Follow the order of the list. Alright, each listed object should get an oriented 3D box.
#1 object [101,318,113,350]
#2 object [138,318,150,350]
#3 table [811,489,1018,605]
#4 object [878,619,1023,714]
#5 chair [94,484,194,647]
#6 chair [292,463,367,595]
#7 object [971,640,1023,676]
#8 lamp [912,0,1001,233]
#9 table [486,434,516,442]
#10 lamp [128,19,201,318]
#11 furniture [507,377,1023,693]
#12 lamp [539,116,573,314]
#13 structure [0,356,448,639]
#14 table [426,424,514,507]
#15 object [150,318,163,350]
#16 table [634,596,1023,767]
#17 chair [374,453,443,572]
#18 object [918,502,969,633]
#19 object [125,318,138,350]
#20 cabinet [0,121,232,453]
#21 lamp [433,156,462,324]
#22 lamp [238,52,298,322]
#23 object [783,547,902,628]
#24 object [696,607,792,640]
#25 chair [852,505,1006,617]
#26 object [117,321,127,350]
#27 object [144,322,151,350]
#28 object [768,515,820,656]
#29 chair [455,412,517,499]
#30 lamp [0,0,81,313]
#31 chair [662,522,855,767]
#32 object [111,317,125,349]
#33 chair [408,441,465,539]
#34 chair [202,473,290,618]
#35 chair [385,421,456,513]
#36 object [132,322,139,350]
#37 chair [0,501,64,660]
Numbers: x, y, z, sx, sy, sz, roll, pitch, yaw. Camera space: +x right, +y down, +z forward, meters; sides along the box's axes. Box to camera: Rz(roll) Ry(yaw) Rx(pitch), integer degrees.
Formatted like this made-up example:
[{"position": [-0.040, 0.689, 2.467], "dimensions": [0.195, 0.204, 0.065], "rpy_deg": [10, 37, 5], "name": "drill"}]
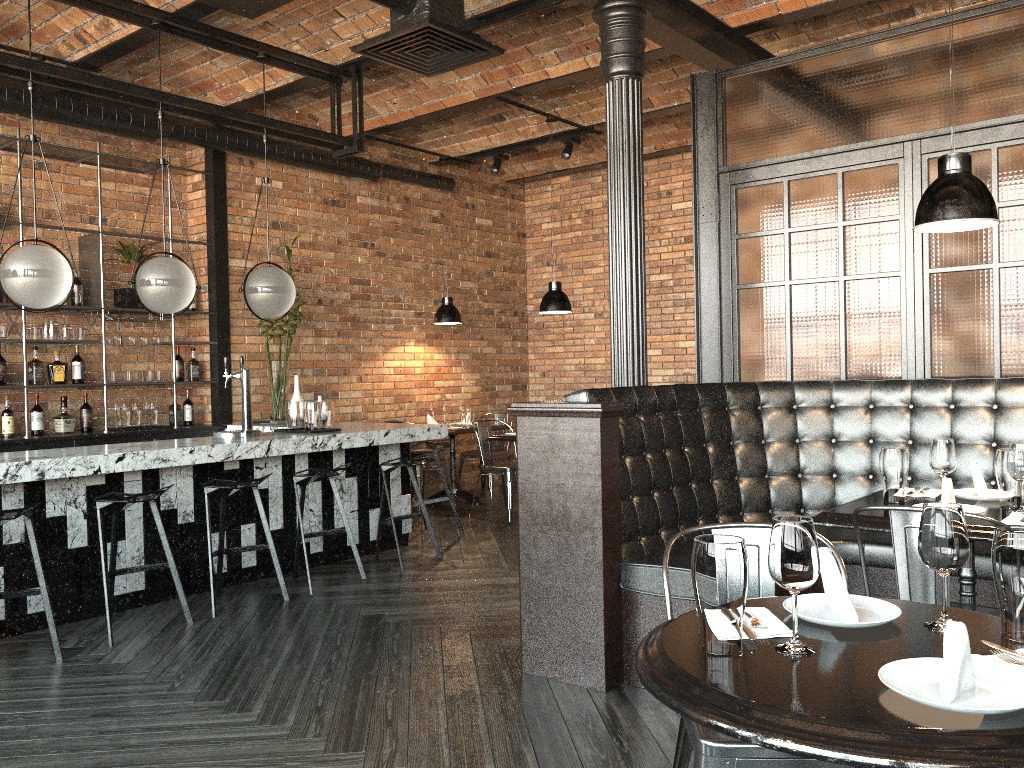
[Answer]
[{"position": [-3.150, -0.387, 6.903], "dimensions": [0.092, 0.244, 0.092], "rpy_deg": [-1, 1, -12], "name": "object"}, {"position": [-2.890, -0.393, 6.961], "dimensions": [0.092, 0.244, 0.092], "rpy_deg": [-1, 1, -12], "name": "object"}, {"position": [1.668, 0.825, 3.246], "dimensions": [0.872, 0.758, 0.872], "rpy_deg": [-1, 1, 39], "name": "table"}, {"position": [0.706, 0.429, 1.408], "dimensions": [0.232, 0.139, 0.232], "rpy_deg": [-1, 1, -7], "name": "object"}, {"position": [-1.981, 0.897, 4.583], "dimensions": [0.414, 0.737, 0.475], "rpy_deg": [-1, 1, 34], "name": "chair"}, {"position": [-1.222, 0.868, 5.516], "dimensions": [0.414, 0.737, 0.475], "rpy_deg": [-1, 1, 34], "name": "chair"}, {"position": [0.890, 0.478, 1.509], "dimensions": [0.157, 0.019, 0.255], "rpy_deg": [-2, 1, -20], "name": "object"}, {"position": [1.607, -1.401, 3.239], "dimensions": [0.291, 1.653, 0.291], "rpy_deg": [-1, 1, -6], "name": "lamp"}, {"position": [0.404, 0.796, 7.517], "dimensions": [0.872, 0.758, 0.872], "rpy_deg": [-1, 1, 39], "name": "table"}, {"position": [-2.078, -1.272, 5.274], "dimensions": [0.340, 1.754, 0.340], "rpy_deg": [-1, 1, -5], "name": "lamp"}, {"position": [2.726, 0.581, 2.821], "dimensions": [5.451, 1.212, 1.979], "rpy_deg": [-1, 1, 39], "name": "furniture"}, {"position": [0.353, -1.431, 7.524], "dimensions": [0.291, 1.653, 0.291], "rpy_deg": [-1, 1, -6], "name": "lamp"}, {"position": [-2.911, 0.563, 5.201], "dimensions": [1.930, 1.430, 5.346], "rpy_deg": [-1, 1, 39], "name": "structure"}, {"position": [-0.588, 0.800, 8.835], "dimensions": [0.872, 0.758, 0.872], "rpy_deg": [-1, 1, 39], "name": "table"}, {"position": [-2.824, -0.396, 7.041], "dimensions": [0.092, 0.244, 0.092], "rpy_deg": [-1, 1, -12], "name": "object"}, {"position": [0.672, 0.869, 1.657], "dimensions": [0.866, 0.758, 0.866], "rpy_deg": [-1, 1, 3], "name": "table"}, {"position": [-0.778, 0.851, 6.061], "dimensions": [0.414, 0.737, 0.475], "rpy_deg": [-1, 1, 29], "name": "chair"}, {"position": [0.857, 0.362, 1.761], "dimensions": [0.092, 0.244, 0.092], "rpy_deg": [-1, 1, 38], "name": "object"}, {"position": [-2.952, -0.391, 6.884], "dimensions": [0.092, 0.244, 0.092], "rpy_deg": [-1, 1, -12], "name": "object"}, {"position": [-4.680, -0.506, 4.847], "dimensions": [0.564, 3.779, 7.075], "rpy_deg": [-1, 1, 39], "name": "cabinet"}, {"position": [-0.656, -1.426, 8.814], "dimensions": [0.291, 1.653, 0.291], "rpy_deg": [-1, 1, 14], "name": "lamp"}, {"position": [-1.616, -1.290, 5.842], "dimensions": [0.340, 1.754, 0.340], "rpy_deg": [-1, 1, -5], "name": "lamp"}, {"position": [0.687, 0.423, 1.854], "dimensions": [0.232, 0.139, 0.232], "rpy_deg": [-1, 1, 9], "name": "object"}, {"position": [0.475, 0.483, 1.798], "dimensions": [0.157, 0.019, 0.255], "rpy_deg": [-1, 1, 0], "name": "object"}, {"position": [1.391, 0.787, 2.858], "dimensions": [0.504, 0.857, 0.558], "rpy_deg": [-1, 1, 39], "name": "chair"}, {"position": [-3.080, -0.390, 6.988], "dimensions": [0.092, 0.244, 0.092], "rpy_deg": [-1, 1, -12], "name": "object"}, {"position": [-2.952, -0.395, 7.145], "dimensions": [0.092, 0.244, 0.092], "rpy_deg": [-1, 1, -12], "name": "object"}, {"position": [0.523, 0.371, 1.643], "dimensions": [0.092, 0.244, 0.092], "rpy_deg": [-1, 1, 38], "name": "object"}, {"position": [-0.255, 0.735, 9.338], "dimensions": [0.504, 0.857, 0.558], "rpy_deg": [-1, 1, 34], "name": "chair"}, {"position": [-2.541, -1.254, 4.706], "dimensions": [0.340, 1.754, 0.340], "rpy_deg": [-1, 1, -5], "name": "lamp"}, {"position": [0.626, 0.812, 2.179], "dimensions": [0.504, 0.857, 0.558], "rpy_deg": [-1, 1, 4], "name": "chair"}, {"position": [-3.022, -0.388, 6.799], "dimensions": [0.092, 0.244, 0.092], "rpy_deg": [-1, 1, -12], "name": "object"}, {"position": [-0.687, 0.836, 7.020], "dimensions": [0.475, 0.737, 0.414], "rpy_deg": [-1, 1, 44], "name": "chair"}, {"position": [-1.590, 0.882, 5.063], "dimensions": [0.414, 0.737, 0.475], "rpy_deg": [-1, 1, 44], "name": "chair"}, {"position": [-0.902, 0.761, 8.455], "dimensions": [0.504, 0.857, 0.558], "rpy_deg": [-1, 1, 39], "name": "chair"}, {"position": [-3.018, -0.392, 7.065], "dimensions": [0.092, 0.244, 0.092], "rpy_deg": [-1, 1, -12], "name": "object"}, {"position": [-2.386, 0.912, 4.086], "dimensions": [0.475, 0.737, 0.414], "rpy_deg": [-2, 1, -41], "name": "chair"}]
